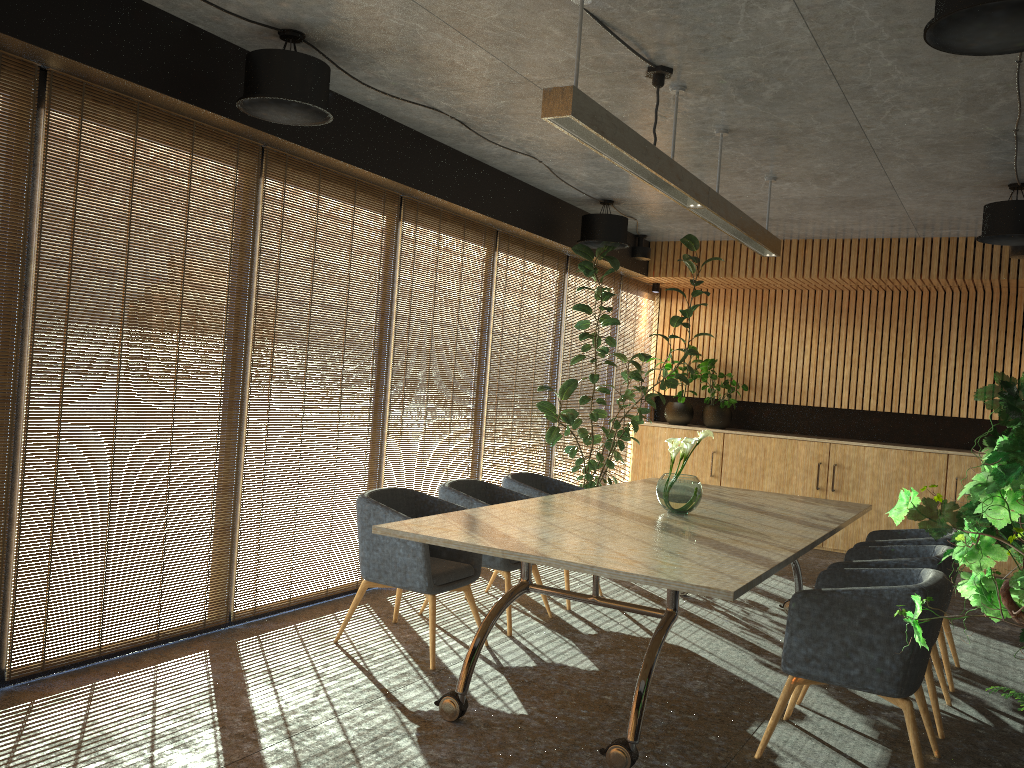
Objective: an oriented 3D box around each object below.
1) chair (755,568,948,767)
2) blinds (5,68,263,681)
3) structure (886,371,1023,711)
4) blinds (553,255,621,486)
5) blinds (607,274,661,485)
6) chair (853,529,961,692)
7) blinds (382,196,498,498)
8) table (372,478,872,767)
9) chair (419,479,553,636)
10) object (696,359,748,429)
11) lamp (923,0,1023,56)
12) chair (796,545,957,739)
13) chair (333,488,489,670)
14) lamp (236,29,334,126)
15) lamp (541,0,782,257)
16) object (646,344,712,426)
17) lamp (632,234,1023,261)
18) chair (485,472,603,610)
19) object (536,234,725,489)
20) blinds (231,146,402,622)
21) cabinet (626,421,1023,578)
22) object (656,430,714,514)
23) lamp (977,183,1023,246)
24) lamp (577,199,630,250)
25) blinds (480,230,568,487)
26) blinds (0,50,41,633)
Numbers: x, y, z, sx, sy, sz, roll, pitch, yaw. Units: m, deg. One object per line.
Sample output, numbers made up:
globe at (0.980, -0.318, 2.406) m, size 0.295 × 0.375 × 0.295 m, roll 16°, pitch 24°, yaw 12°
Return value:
chair at (1.663, 1.333, 4.279) m, size 0.761 × 0.944 × 0.706 m, roll 4°, pitch 0°, yaw 30°
blinds at (-2.042, -0.025, 4.993) m, size 0.039 × 3.038 × 1.422 m, roll 4°, pitch 0°, yaw 30°
structure at (1.484, 0.810, 2.220) m, size 0.952 × 1.987 × 2.081 m, roll 4°, pitch 0°, yaw 31°
blinds at (0.856, 0.155, 10.103) m, size 0.039 × 3.038 × 1.422 m, roll 4°, pitch 0°, yaw 30°
blinds at (1.580, 0.200, 11.380) m, size 0.039 × 3.038 × 1.422 m, roll 4°, pitch 0°, yaw 30°
chair at (2.550, 1.389, 5.844) m, size 0.761 × 0.944 × 0.706 m, roll 4°, pitch 0°, yaw 30°
blinds at (-0.605, 0.064, 7.528) m, size 0.039 × 3.038 × 1.422 m, roll 4°, pitch 0°, yaw 30°
table at (1.028, 1.287, 5.675) m, size 1.816 × 0.927 × 3.932 m, roll 4°, pitch 0°, yaw 30°
chair at (-0.148, 1.191, 6.346) m, size 0.761 × 0.944 × 0.706 m, roll 4°, pitch 0°, yaw 30°
object at (2.563, 0.118, 11.166) m, size 0.679 × 0.880 × 0.512 m, roll 4°, pitch 0°, yaw 33°
lamp at (1.754, -1.468, 3.139) m, size 0.513 × 0.497 × 0.513 m, roll 4°, pitch 0°, yaw -31°
chair at (2.106, 1.361, 5.061) m, size 0.761 × 0.944 × 0.706 m, roll 4°, pitch 0°, yaw 30°
chair at (-0.592, 1.163, 5.564) m, size 0.761 × 0.944 × 0.706 m, roll 4°, pitch 0°, yaw 30°
lamp at (-1.220, -1.692, 4.833) m, size 0.513 × 0.497 × 0.513 m, roll 4°, pitch 0°, yaw 18°
lamp at (1.206, -1.435, 5.686) m, size 0.151 × 0.618 × 4.009 m, roll 4°, pitch 0°, yaw 30°
object at (2.132, -0.002, 11.432) m, size 0.640 × 1.054 × 0.666 m, roll 4°, pitch 0°, yaw -19°
lamp at (3.206, -1.486, 9.433) m, size 4.179 × 0.294 × 0.257 m, roll 4°, pitch 0°, yaw 30°
chair at (0.295, 1.218, 7.128) m, size 0.761 × 0.944 × 0.706 m, roll 4°, pitch 0°, yaw 30°
object at (0.981, 0.089, 9.418) m, size 1.875 × 3.266 × 1.958 m, roll 4°, pitch 0°, yaw -22°
blinds at (-2.252, -0.015, 3.824) m, size 1.388 × 3.075 × 6.486 m, roll 4°, pitch 0°, yaw 11°
cabinet at (3.803, 1.289, 10.538) m, size 4.954 × 1.272 × 1.006 m, roll 4°, pitch 0°, yaw 30°
object at (1.089, 0.553, 5.692) m, size 0.295 × 0.546 × 0.322 m, roll 4°, pitch 0°, yaw 39°
lamp at (3.915, -1.333, 6.891) m, size 0.513 × 0.497 × 0.513 m, roll 4°, pitch 0°, yaw -31°
lamp at (0.900, -1.561, 8.609) m, size 0.513 × 0.497 × 0.513 m, roll 4°, pitch 0°, yaw 0°
blinds at (0.119, 0.109, 8.804) m, size 0.039 × 3.038 × 1.422 m, roll 4°, pitch 0°, yaw 30°
blinds at (-2.766, -0.070, 3.716) m, size 0.039 × 3.038 × 1.422 m, roll 4°, pitch 0°, yaw 30°
